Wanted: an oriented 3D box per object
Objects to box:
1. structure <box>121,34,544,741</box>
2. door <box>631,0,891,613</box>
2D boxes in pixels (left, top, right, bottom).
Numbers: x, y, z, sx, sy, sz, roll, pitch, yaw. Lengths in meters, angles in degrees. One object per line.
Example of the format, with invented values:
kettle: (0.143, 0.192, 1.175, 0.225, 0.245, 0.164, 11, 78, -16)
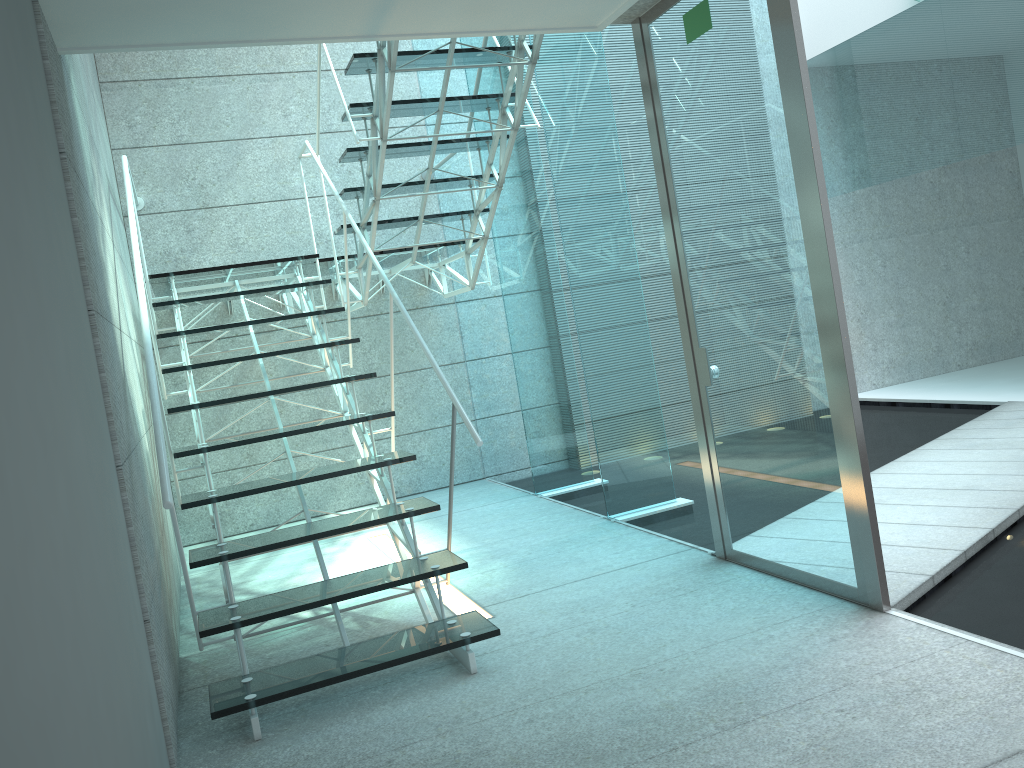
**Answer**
structure: (-0.999, -2.138, 4.087, 1.914, 6.001, 3.293, -10, 2, -20)
door: (0.796, -0.361, 2.959, 0.076, 2.062, 0.864, -10, 2, -20)
